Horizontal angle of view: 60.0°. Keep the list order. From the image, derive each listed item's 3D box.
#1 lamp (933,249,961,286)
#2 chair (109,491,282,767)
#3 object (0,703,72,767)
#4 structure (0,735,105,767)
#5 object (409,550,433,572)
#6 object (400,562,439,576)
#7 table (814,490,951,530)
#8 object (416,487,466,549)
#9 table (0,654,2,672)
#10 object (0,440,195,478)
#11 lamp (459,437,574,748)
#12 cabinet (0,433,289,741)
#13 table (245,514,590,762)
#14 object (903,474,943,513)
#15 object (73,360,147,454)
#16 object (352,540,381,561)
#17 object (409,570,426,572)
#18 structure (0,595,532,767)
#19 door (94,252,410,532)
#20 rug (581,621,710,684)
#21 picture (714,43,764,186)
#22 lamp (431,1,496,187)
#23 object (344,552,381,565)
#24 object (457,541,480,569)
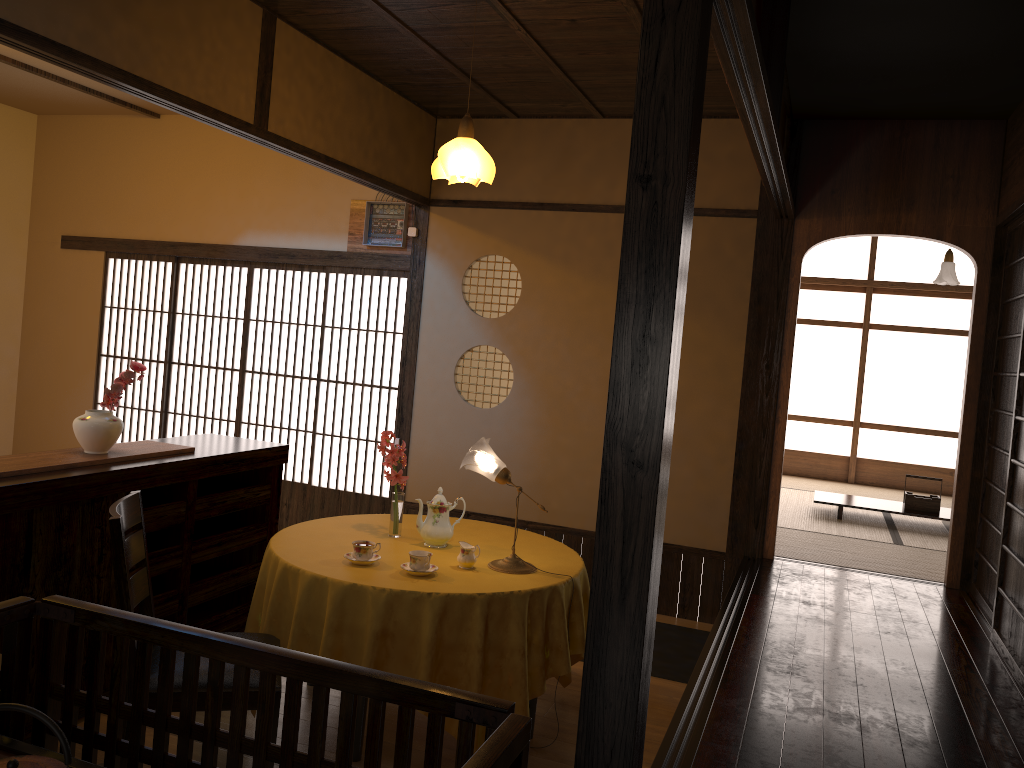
[{"bbox_3d":[3.396,-1.166,6.849,0.197,0.798,0.225,6,2,27],"label":"lamp"},{"bbox_3d":[-1.065,0.883,2.963,0.577,0.959,0.491,5,2,-16],"label":"chair"},{"bbox_3d":[-0.816,0.630,1.447,0.198,0.216,0.198,4,2,-32],"label":"object"},{"bbox_3d":[-0.862,0.865,1.461,0.666,0.300,0.453,6,3,19],"label":"structure"},{"bbox_3d":[-0.345,0.666,3.320,0.090,0.076,0.099,5,2,4],"label":"object"},{"bbox_3d":[-0.348,0.698,3.325,0.144,0.024,0.144,4,3,-21],"label":"object"},{"bbox_3d":[2.998,1.016,6.959,1.201,0.118,0.600,6,3,19],"label":"table"},{"bbox_3d":[-0.309,0.564,3.779,0.164,0.252,0.153,6,2,33],"label":"object"},{"bbox_3d":[-1.629,0.758,1.882,0.881,0.336,0.600,6,3,19],"label":"table"},{"bbox_3d":[-1.715,0.290,3.554,0.267,0.020,0.997,6,3,19],"label":"object"},{"bbox_3d":[-0.002,0.824,3.529,0.512,1.202,0.198,6,1,20],"label":"lamp"},{"bbox_3d":[-1.760,0.785,3.533,0.490,0.970,2.186,6,3,19],"label":"cabinet"},{"bbox_3d":[-0.381,1.034,3.749,1.445,0.695,1.443,6,3,20],"label":"table"},{"bbox_3d":[3.192,0.848,6.893,0.260,0.258,0.150,6,2,19],"label":"object"},{"bbox_3d":[-1.649,0.091,3.672,0.189,0.377,0.321,6,2,28],"label":"object"},{"bbox_3d":[-0.569,0.642,3.402,0.099,0.076,0.090,7,3,44],"label":"object"},{"bbox_3d":[-0.337,0.693,3.274,0.126,0.019,0.029,6,3,23],"label":"object"},{"bbox_3d":[-0.631,0.782,1.534,1.198,0.499,0.597,6,2,19],"label":"structure"},{"bbox_3d":[-2.006,0.093,6.533,2.650,1.999,0.066,6,1,20],"label":"door"},{"bbox_3d":[-0.318,1.312,5.217,2.957,0.005,0.901,6,3,19],"label":"rug"},{"bbox_3d":[0.889,-1.250,3.445,0.117,0.565,2.044,6,3,19],"label":"picture"},{"bbox_3d":[-0.174,-1.250,3.718,0.250,0.809,0.276,6,2,41],"label":"lamp"},{"bbox_3d":[-0.575,0.674,3.406,0.144,0.024,0.144,4,3,-21],"label":"object"},{"bbox_3d":[-0.172,0.669,3.473,0.083,0.098,0.078,5,2,-11],"label":"object"}]
